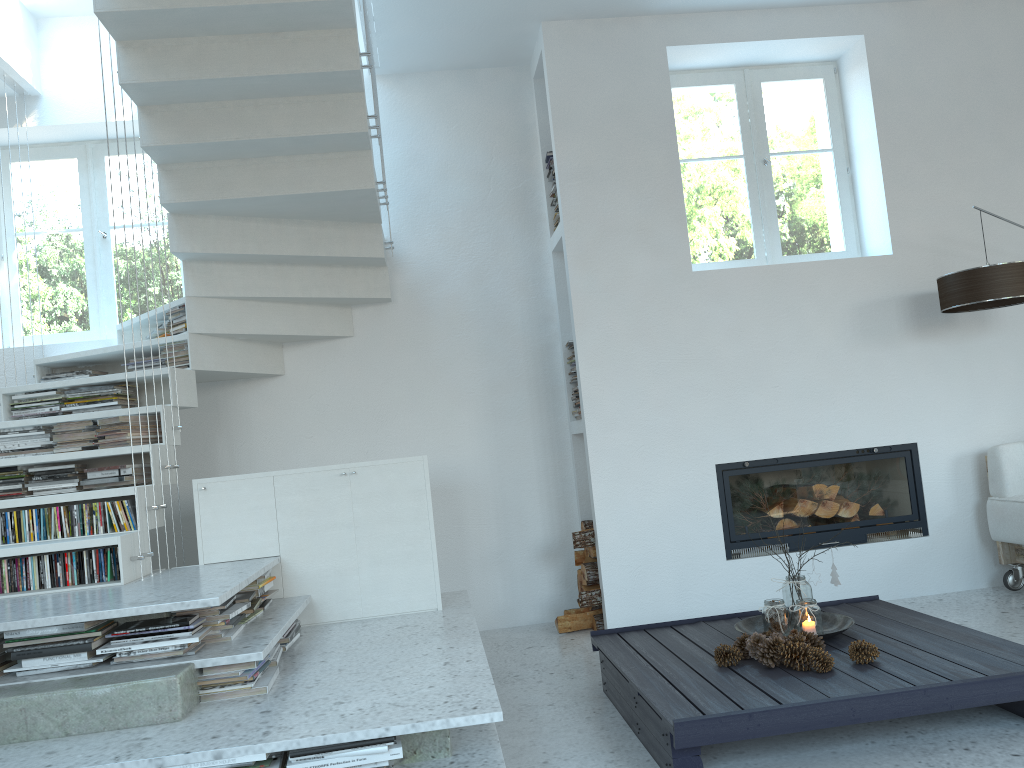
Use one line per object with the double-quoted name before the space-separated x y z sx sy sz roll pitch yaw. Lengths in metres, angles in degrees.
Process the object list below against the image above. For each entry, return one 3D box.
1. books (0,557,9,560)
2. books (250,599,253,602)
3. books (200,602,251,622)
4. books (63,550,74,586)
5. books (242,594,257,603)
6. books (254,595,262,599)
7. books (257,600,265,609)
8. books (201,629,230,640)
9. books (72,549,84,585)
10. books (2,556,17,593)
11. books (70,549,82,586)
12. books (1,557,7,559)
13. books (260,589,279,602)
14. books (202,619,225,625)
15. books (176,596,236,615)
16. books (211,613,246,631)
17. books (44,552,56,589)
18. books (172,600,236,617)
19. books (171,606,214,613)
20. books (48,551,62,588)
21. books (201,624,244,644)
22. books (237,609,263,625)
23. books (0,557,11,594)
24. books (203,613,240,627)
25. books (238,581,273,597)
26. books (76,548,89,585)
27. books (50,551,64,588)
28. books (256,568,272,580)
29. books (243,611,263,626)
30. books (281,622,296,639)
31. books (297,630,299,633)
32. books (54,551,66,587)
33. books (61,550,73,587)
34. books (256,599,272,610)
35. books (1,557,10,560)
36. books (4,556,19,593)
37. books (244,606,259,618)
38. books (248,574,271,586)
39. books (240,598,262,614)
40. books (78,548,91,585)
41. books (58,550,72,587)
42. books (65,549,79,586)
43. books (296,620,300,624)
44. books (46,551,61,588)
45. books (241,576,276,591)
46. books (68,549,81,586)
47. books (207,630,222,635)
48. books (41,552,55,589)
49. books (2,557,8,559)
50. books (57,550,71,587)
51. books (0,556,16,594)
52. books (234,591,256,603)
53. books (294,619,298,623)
"books" -1.938 0.729 3.382 0.007 0.125 0.125 -6 -4 -6
"books" -1.057 0.819 3.274 0.160 0.010 0.179 -6 -4 -4
"books" -1.011 0.775 2.999 0.190 0.015 0.230 -6 -4 -1
"books" -1.693 0.706 3.407 0.008 0.125 0.125 -6 -4 -6
"books" -1.053 0.807 3.275 0.172 0.013 0.246 -5 -4 -7
"books" -1.085 0.853 3.570 0.160 0.014 0.268 -5 -4 -7
"books" -1.081 0.888 3.568 0.152 0.009 0.259 -5 -4 -9
"books" -1.031 0.836 2.993 0.148 0.013 0.227 -5 -4 -8
"books" -1.657 0.702 3.410 0.008 0.125 0.125 -6 -4 -6
"books" -1.908 0.727 3.385 0.007 0.125 0.125 -6 -4 -6
"books" -1.665 0.703 3.410 0.010 0.125 0.125 -6 -4 -6
"books" -1.953 0.731 3.380 0.008 0.125 0.125 -6 -4 -6
"books" -1.064 0.862 3.571 0.181 0.008 0.281 -6 -4 -1
"books" -1.031 0.789 2.996 0.153 0.009 0.260 -6 -4 -3
"books" -1.031 0.747 2.999 0.159 0.009 0.228 -5 -4 -10
"books" -1.016 0.810 2.996 0.189 0.013 0.215 -5 -4 -7
"books" -1.759 0.712 3.400 0.008 0.125 0.125 -6 -4 -6
"books" -1.038 0.761 2.997 0.154 0.018 0.221 -6 -4 -5
"books" -1.053 0.737 2.998 0.128 0.016 0.261 -5 -4 -7
"books" -1.743 0.711 3.402 0.010 0.125 0.125 -6 -4 -6
"books" -1.016 0.848 2.993 0.177 0.015 0.216 -5 -4 -8
"books" -1.040 0.869 3.272 0.165 0.005 0.287 -6 -4 -1
"books" -1.923 0.728 3.383 0.007 0.125 0.125 -6 -4 -6
"books" -1.027 0.799 2.996 0.168 0.012 0.210 -6 -4 -5
"books" -1.079 0.830 3.572 0.177 0.030 0.284 -6 -4 -5
"books" -1.647 0.701 3.412 0.012 0.125 0.125 -6 -4 -6
"books" -1.734 0.710 3.403 0.012 0.125 0.125 -6 -4 -6
"books" -1.073 0.772 3.576 0.181 0.013 0.286 -5 -4 -11
"books" -1.040 0.875 3.271 0.174 0.007 0.291 -6 -4 -3
"books" -0.928 0.942 3.355 0.176 0.009 0.275 -6 -4 -6
"books" -0.951 1.024 3.622 0.151 0.006 0.262 -5 -4 -10
"books" -1.723 0.709 3.404 0.008 0.125 0.125 -6 -4 -6
"books" -1.701 0.706 3.406 0.007 0.125 0.125 -6 -4 -6
"books" -1.070 0.897 3.568 0.177 0.011 0.220 -5 -4 -8
"books" -1.931 0.729 3.383 0.008 0.125 0.125 -6 -4 -6
"books" -1.900 0.726 3.386 0.010 0.125 0.125 -6 -4 -6
"books" -1.047 0.845 3.273 0.177 0.015 0.215 -6 -4 -5
"books" -1.082 0.791 3.574 0.167 0.024 0.192 -6 -4 -1
"books" -1.034 0.829 3.275 0.187 0.014 0.273 -5 -4 -11
"books" -1.636 0.700 3.413 0.010 0.125 0.125 -6 -4 -6
"books" -1.708 0.707 3.405 0.007 0.125 0.125 -6 -4 -6
"books" -1.685 0.705 3.408 0.008 0.125 0.125 -6 -4 -6
"books" -0.960 1.003 3.623 0.151 0.017 0.234 -6 -4 -5
"books" -1.751 0.711 3.401 0.008 0.125 0.125 -6 -4 -6
"books" -1.073 0.808 3.574 0.179 0.012 0.262 -6 -4 -2
"books" -1.676 0.704 3.409 0.010 0.125 0.125 -6 -4 -6
"books" -1.038 0.825 2.993 0.131 0.012 0.208 -5 -4 -10
"books" -1.768 0.713 3.399 0.011 0.125 0.125 -6 -4 -6
"books" -1.946 0.730 3.381 0.009 0.125 0.125 -6 -4 -6
"books" -1.715 0.708 3.405 0.007 0.125 0.125 -6 -4 -6
"books" -1.916 0.727 3.384 0.007 0.125 0.125 -6 -4 -6
"books" -1.047 0.795 3.276 0.173 0.011 0.203 -5 -4 -11
"books" -0.964 0.992 3.623 0.133 0.007 0.225 -6 -4 -2
